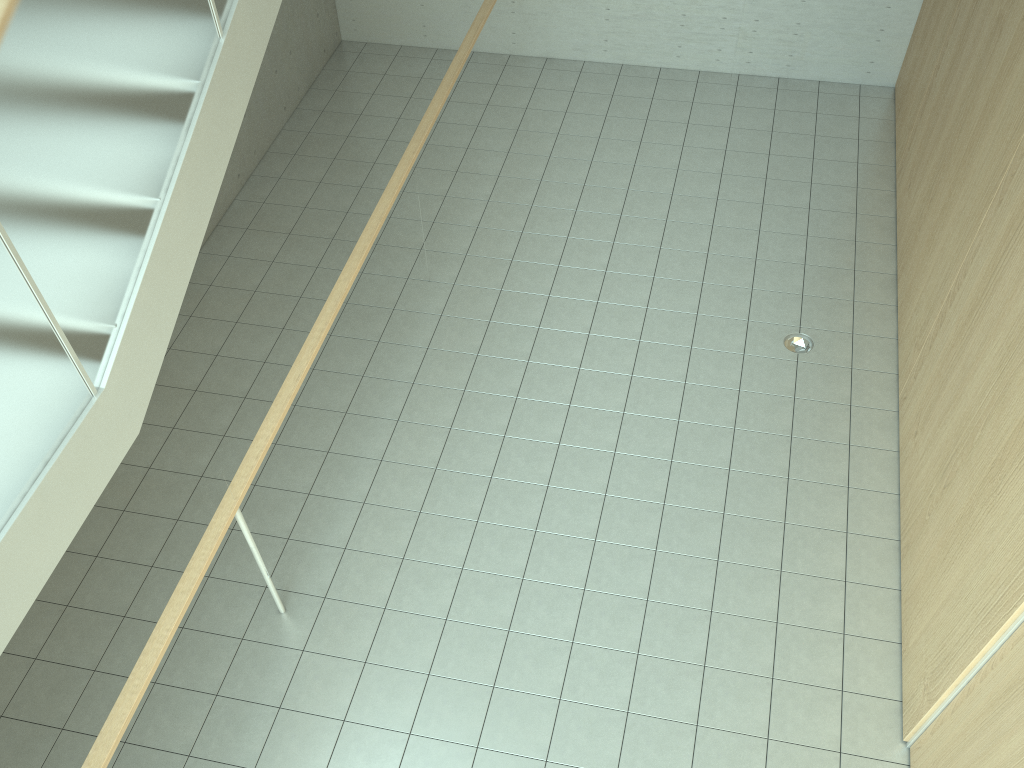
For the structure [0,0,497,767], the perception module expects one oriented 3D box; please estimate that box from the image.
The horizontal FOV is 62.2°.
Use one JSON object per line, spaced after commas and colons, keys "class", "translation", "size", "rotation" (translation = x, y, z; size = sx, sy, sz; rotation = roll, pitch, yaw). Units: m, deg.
{"class": "structure", "translation": [-2.192, -0.127, 2.672], "size": [1.870, 4.915, 10.978], "rotation": [10, 53, 11]}
